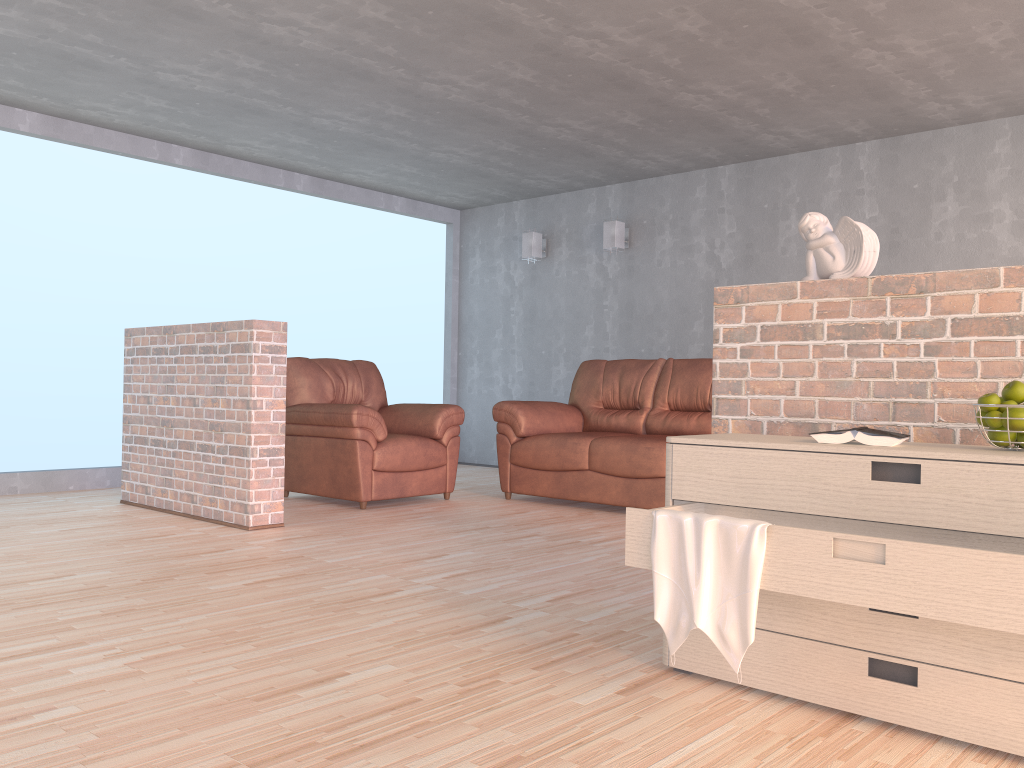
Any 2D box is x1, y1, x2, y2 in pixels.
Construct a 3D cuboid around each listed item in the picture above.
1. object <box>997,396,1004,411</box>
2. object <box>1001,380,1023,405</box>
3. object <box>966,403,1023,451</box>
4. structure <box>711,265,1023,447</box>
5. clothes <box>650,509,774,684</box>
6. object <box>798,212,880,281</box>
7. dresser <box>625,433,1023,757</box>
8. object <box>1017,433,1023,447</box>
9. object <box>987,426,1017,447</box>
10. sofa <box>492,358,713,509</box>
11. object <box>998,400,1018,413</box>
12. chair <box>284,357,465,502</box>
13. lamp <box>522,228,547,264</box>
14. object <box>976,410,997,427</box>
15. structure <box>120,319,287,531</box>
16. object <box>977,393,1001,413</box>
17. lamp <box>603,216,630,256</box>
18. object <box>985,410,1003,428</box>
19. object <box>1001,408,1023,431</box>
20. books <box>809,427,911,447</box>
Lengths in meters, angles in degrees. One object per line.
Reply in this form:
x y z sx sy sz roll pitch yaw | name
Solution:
1.122 0.055 2.031 0.054 0.053 0.049 1 0 -18 | object
1.132 0.019 1.996 0.054 0.056 0.054 1 -1 42 | object
1.131 0.098 1.987 0.202 0.104 0.202 1 0 35 | object
1.206 0.237 2.342 1.422 1.057 0.211 1 -1 42 | structure
0.452 0.478 1.999 0.325 0.369 0.097 1 -1 42 | clothes
0.940 -0.402 2.587 0.216 0.218 0.131 1 -1 41 | object
1.078 0.454 1.831 1.686 0.612 0.605 1 -1 42 | dresser
1.141 0.119 1.955 0.046 0.048 0.048 1 0 30 | object
1.103 0.114 1.995 0.059 0.055 0.060 1 0 -3 | object
0.985 0.278 5.581 2.202 0.923 0.981 1 -1 42 | sofa
1.108 0.055 1.978 0.039 0.038 0.039 1 0 -19 | object
-0.956 0.267 5.822 0.936 0.879 0.970 1 -1 41 | chair
0.192 -1.228 7.904 0.165 0.319 0.168 1 -1 42 | lamp
1.080 0.076 2.015 0.046 0.044 0.046 1 0 37 | object
-1.765 0.200 4.979 1.422 1.057 0.211 1 -1 42 | structure
1.071 0.042 1.991 0.046 0.045 0.046 1 -1 41 | object
0.855 -1.220 7.320 0.165 0.319 0.177 1 -1 42 | lamp
1.074 0.079 1.972 0.039 0.040 0.038 1 -1 -40 | object
1.105 0.078 1.944 0.057 0.057 0.057 1 0 -15 | object
0.846 0.125 2.157 0.209 0.040 0.146 1 0 32 | books
